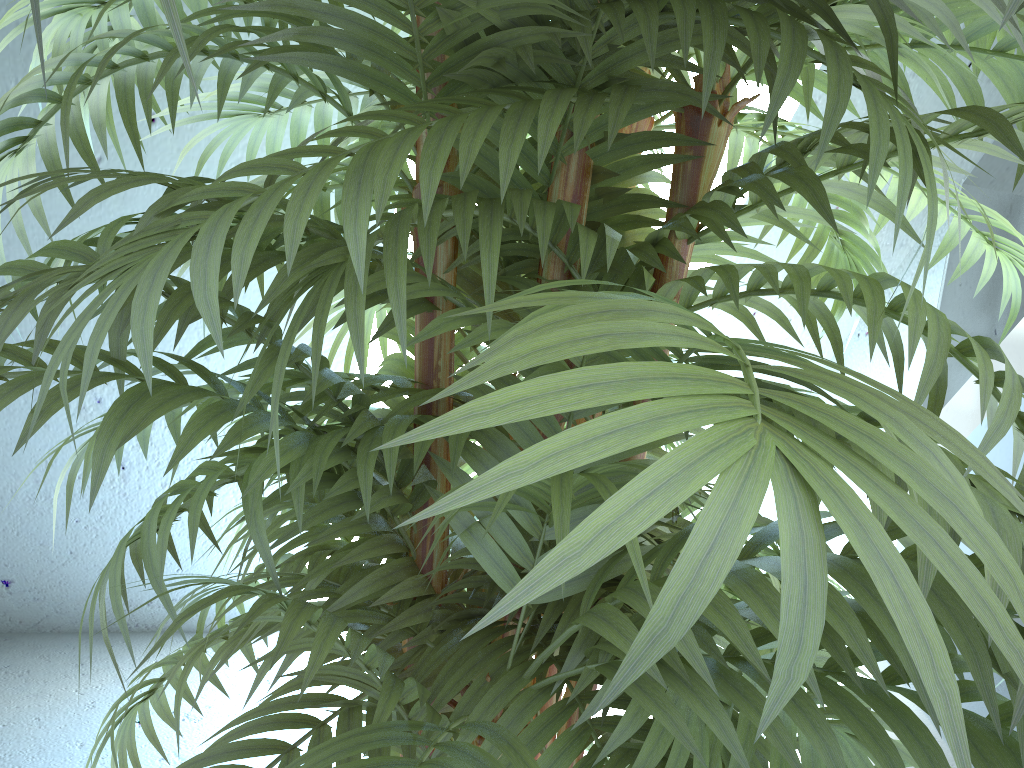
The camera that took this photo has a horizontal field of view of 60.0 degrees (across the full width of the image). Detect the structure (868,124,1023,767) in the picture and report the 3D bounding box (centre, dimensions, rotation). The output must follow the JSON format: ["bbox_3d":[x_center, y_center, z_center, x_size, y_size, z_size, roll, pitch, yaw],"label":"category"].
[{"bbox_3d":[1.553,0.066,1.111,1.184,2.114,1.835,5,7,-20],"label":"structure"}]

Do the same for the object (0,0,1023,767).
[{"bbox_3d":[0.020,-0.039,0.646,1.020,2.034,0.980,11,7,29],"label":"object"}]
